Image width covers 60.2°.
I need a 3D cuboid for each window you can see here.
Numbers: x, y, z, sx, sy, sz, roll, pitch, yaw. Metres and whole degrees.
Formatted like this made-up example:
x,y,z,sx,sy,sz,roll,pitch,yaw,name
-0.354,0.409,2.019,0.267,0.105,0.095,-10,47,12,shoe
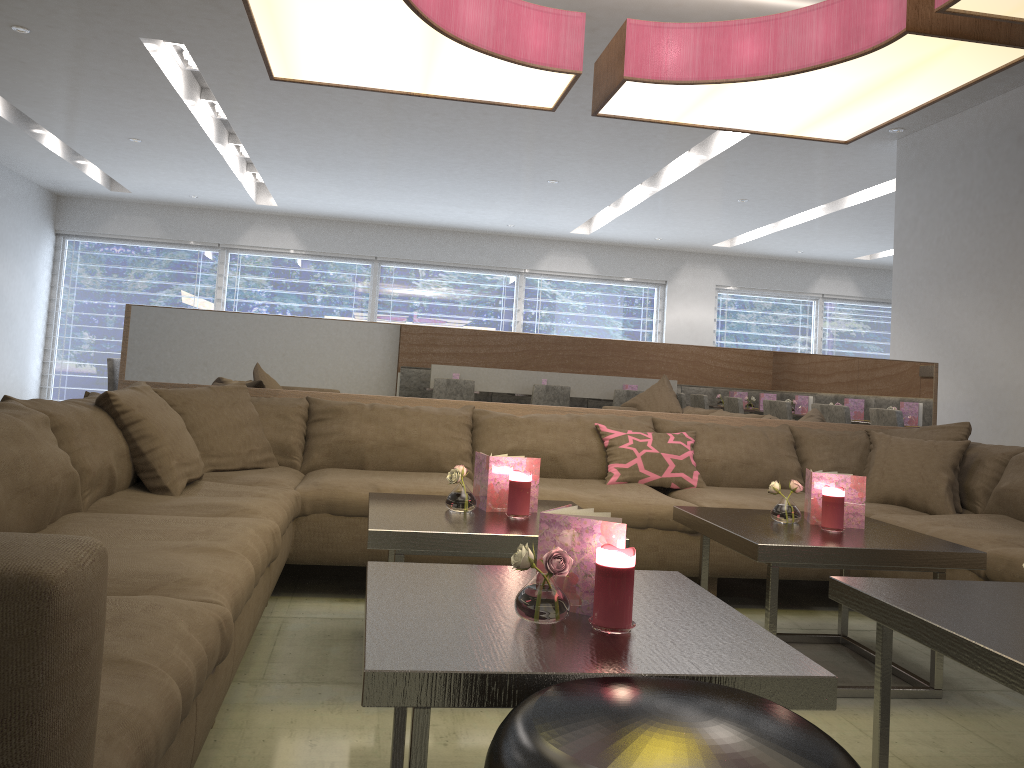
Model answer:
x,y,z,sx,sy,sz,roll,pitch,yaw,name
4.240,-0.086,11.345,3.655,2.084,0.158,4,-4,-9,window
-1.675,-0.463,10.440,7.094,2.084,0.158,4,-4,-9,window

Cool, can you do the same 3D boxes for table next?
x,y,z,sx,sy,sz,roll,pitch,yaw,name
-0.090,0.574,2.501,0.657,0.414,0.656,4,-1,-9,table
1.057,0.653,1.649,0.657,0.414,0.656,4,-1,-9,table
0.069,0.590,1.498,0.657,0.414,0.656,4,-1,-9,table
0.898,0.637,2.652,0.657,0.414,0.656,4,-1,-9,table

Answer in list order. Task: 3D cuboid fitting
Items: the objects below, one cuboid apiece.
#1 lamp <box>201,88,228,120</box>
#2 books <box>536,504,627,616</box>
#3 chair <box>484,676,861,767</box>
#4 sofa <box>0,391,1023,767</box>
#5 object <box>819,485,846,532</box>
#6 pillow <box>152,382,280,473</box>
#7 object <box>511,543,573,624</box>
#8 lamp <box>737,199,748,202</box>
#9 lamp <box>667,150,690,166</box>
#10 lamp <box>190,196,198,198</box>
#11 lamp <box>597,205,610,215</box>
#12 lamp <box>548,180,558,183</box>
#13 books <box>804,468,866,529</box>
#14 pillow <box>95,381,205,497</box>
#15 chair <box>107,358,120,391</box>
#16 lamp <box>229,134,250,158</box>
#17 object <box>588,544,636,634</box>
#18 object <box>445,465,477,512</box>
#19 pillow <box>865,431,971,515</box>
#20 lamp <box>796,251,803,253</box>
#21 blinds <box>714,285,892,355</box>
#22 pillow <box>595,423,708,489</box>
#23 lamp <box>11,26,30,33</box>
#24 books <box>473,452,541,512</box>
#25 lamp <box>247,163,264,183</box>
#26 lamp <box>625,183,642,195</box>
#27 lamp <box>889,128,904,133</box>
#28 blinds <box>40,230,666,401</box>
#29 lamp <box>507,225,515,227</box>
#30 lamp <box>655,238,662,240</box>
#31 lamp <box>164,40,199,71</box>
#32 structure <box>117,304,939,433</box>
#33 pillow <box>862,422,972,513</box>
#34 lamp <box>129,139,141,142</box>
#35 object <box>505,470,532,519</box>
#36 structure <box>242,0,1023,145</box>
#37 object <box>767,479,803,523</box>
x,y,z,sx,sy,sz,roll,pitch,yaw,name
-2.182,-2.095,6.669,0.226,0.102,0.487,4,0,-9,lamp
0.145,0.311,1.558,0.158,0.165,0.142,3,-2,26,books
0.170,0.581,0.959,0.422,0.453,0.421,4,-2,-13,chair
0.419,0.477,2.395,3.762,0.678,3.173,4,0,-9,sofa
0.952,0.369,2.623,0.075,0.129,0.075,6,-4,-36,object
-1.102,0.170,3.295,0.298,0.358,0.500,3,-1,23,pillow
0.092,0.323,1.425,0.194,0.126,0.094,3,-2,23,object
2.044,-1.624,7.840,0.089,0.007,0.088,4,0,36,lamp
1.254,-1.876,7.195,0.226,0.102,0.487,4,0,-9,lamp
-3.373,-1.984,9.371,0.089,0.007,0.088,4,0,36,lamp
0.884,-1.915,9.537,0.226,0.102,0.487,4,0,-9,lamp
0.350,-1.732,7.581,0.089,0.007,0.088,4,0,36,lamp
1.011,0.360,2.773,0.157,0.165,0.142,3,-2,11,books
-1.134,0.169,2.799,0.311,0.341,0.493,4,-1,-15,pillow
-2.678,0.207,6.421,0.491,0.766,0.475,4,-3,-14,chair
-2.378,-2.116,7.913,0.226,0.102,0.487,4,0,-9,lamp
0.163,0.325,1.413,0.075,0.129,0.075,1,-4,44,object
-0.149,0.299,2.545,0.100,0.130,0.095,5,-3,-25,object
1.597,0.365,3.524,0.381,0.324,0.234,3,-3,36,pillow
3.386,-1.554,10.406,0.089,0.007,0.088,4,0,36,lamp
4.267,-0.110,11.245,3.646,2.054,0.045,4,-4,-9,blinds
0.579,0.306,3.669,0.463,0.254,0.180,4,-3,-13,pillow
-2.646,-1.908,4.762,0.089,0.007,0.088,4,0,36,lamp
-0.019,0.294,2.597,0.258,0.165,0.142,3,-2,45,books
-2.552,-2.134,9.011,0.226,0.102,0.487,4,0,-9,lamp
1.058,-1.897,8.439,0.226,0.102,0.487,4,0,-9,lamp
2.408,-1.586,5.535,0.089,0.007,0.088,4,0,36,lamp
-1.667,-0.488,10.337,7.089,2.054,0.045,4,-4,-9,blinds
-0.014,-1.770,9.885,0.089,0.007,0.088,4,0,36,lamp
1.680,-1.663,10.145,0.089,0.007,0.088,4,0,36,lamp
-2.004,-2.077,5.544,0.226,0.102,0.487,4,0,-9,lamp
0.173,0.281,4.102,3.769,1.014,0.223,4,-4,-9,structure
1.682,0.340,3.719,0.290,0.396,0.526,6,-2,-40,pillow
-3.009,-1.946,7.066,0.089,0.007,0.088,4,0,36,lamp
0.021,0.309,2.492,0.075,0.129,0.075,6,-4,-36,object
0.458,-1.398,2.454,2.439,0.621,2.441,4,0,-9,structure
0.848,0.361,2.746,0.091,0.132,0.102,6,-4,-44,object
